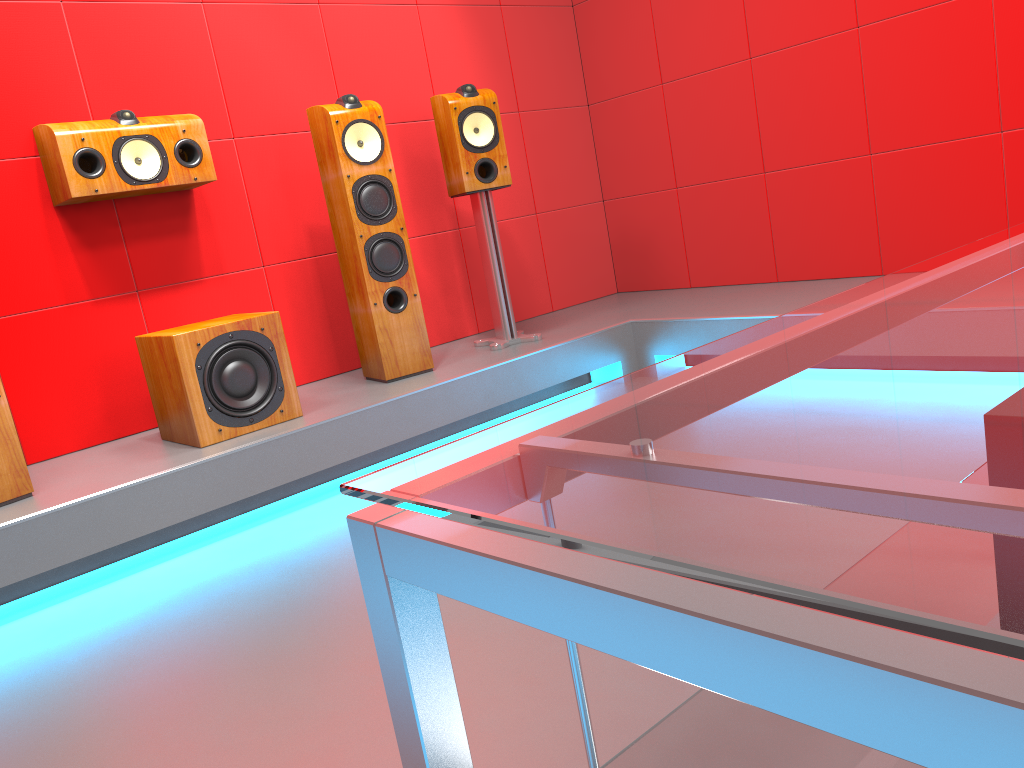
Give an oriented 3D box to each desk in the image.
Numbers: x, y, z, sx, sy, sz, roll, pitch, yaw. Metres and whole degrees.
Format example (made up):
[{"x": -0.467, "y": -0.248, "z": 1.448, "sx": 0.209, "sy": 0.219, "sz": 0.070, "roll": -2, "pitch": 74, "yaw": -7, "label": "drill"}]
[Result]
[{"x": 0.714, "y": 0.193, "z": 0.727, "sx": 1.617, "sy": 0.690, "sz": 0.594, "roll": -19, "pitch": 14, "yaw": -39, "label": "desk"}]

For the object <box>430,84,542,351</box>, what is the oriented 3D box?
[{"x": -0.111, "y": -0.686, "z": 3.676, "sx": 0.231, "sy": 1.058, "sz": 0.265, "roll": -14, "pitch": 12, "yaw": -19, "label": "object"}]

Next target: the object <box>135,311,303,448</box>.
[{"x": -0.974, "y": -0.025, "z": 2.958, "sx": 0.360, "sy": 0.360, "sz": 0.360, "roll": -19, "pitch": 14, "yaw": -39, "label": "object"}]

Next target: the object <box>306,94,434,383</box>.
[{"x": -0.531, "y": -0.542, "z": 3.351, "sx": 0.203, "sy": 1.052, "sz": 0.238, "roll": -17, "pitch": 13, "yaw": -29, "label": "object"}]

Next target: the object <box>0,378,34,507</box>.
[{"x": -1.598, "y": -0.163, "z": 2.420, "sx": 0.238, "sy": 1.052, "sz": 0.203, "roll": -1, "pitch": 14, "yaw": 40, "label": "object"}]

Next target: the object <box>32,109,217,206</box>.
[{"x": -1.324, "y": -0.794, "z": 3.054, "sx": 0.493, "sy": 0.271, "sz": 0.235, "roll": -19, "pitch": 14, "yaw": -39, "label": "object"}]
